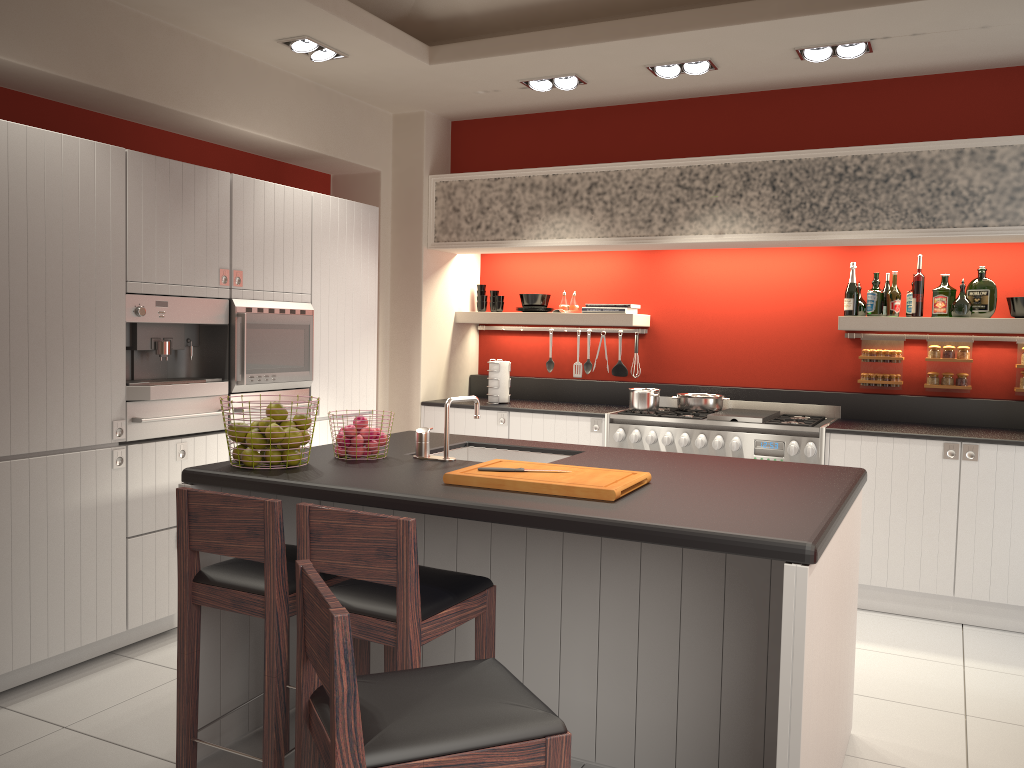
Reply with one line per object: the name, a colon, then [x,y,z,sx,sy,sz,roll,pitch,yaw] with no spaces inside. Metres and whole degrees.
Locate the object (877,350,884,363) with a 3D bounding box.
object: [2.278,-0.173,5.478,0.034,0.078,0.034,-2,4,-43]

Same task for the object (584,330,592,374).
object: [0.554,-0.231,6.414,0.067,0.323,0.022,3,3,25]

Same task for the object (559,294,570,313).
object: [0.371,-0.571,6.293,0.076,0.131,0.076,0,3,-21]

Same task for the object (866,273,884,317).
object: [2.178,-0.535,5.314,0.094,0.264,0.094,2,3,15]

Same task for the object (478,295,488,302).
object: [-0.214,-0.611,6.507,0.070,0.076,0.070,1,3,-2]

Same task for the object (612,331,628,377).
object: [0.776,-0.215,6.327,0.123,0.330,0.040,3,3,26]

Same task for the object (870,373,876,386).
object: [2.239,-0.026,5.504,0.034,0.078,0.034,-2,4,-43]

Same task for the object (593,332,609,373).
object: [0.643,-0.230,6.373,0.124,0.296,0.009,3,3,26]

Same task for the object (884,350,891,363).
object: [2.313,-0.171,5.461,0.034,0.078,0.034,-2,4,-43]

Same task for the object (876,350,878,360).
object: [2.279,-0.175,5.521,0.034,0.078,0.034,-2,4,-43]

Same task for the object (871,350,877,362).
object: [2.243,-0.174,5.496,0.034,0.078,0.034,-2,4,-43]

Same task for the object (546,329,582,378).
object: [0.383,-0.226,6.497,0.287,0.351,0.022,3,4,27]

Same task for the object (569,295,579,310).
object: [0.443,-0.573,6.345,0.077,0.134,0.076,2,3,10]

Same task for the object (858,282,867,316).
object: [2.168,-0.531,5.550,0.113,0.226,0.113,0,3,-22]

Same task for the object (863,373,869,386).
object: [2.204,-0.028,5.521,0.034,0.078,0.034,-2,4,-43]

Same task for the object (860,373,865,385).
object: [2.206,-0.031,5.564,0.034,0.078,0.034,-2,4,-43]

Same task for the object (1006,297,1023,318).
object: [2.969,-0.433,5.077,0.251,0.121,0.251,2,3,8]

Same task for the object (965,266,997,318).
object: [2.738,-0.533,5.177,0.057,0.303,0.186,-1,4,-34]

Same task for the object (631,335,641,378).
object: [0.876,-0.203,6.258,0.069,0.328,0.069,1,3,4]

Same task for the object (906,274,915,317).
object: [2.439,-0.531,5.365,0.094,0.262,0.094,1,3,-7]

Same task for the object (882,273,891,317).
object: [2.311,-0.548,5.465,0.083,0.277,0.084,3,4,30]

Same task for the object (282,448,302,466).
object: [-0.758,0.249,3.054,0.068,0.068,0.068,4,4,37]

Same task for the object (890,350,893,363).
object: [2.350,-0.171,5.486,0.034,0.078,0.034,-2,4,-43]

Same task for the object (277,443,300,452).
object: [-0.791,0.236,3.133,0.084,0.079,0.086,0,3,-19]

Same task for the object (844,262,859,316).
object: [2.068,-0.575,5.391,0.083,0.331,0.083,1,3,-2]

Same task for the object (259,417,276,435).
object: [-0.843,0.145,3.059,0.057,0.061,0.062,4,4,41]

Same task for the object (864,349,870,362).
object: [2.208,-0.176,5.513,0.034,0.078,0.034,-2,4,-43]

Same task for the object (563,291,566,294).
object: [0.372,-0.647,6.290,0.023,0.031,0.024,0,4,-22]

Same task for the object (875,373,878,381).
object: [2.276,-0.027,5.529,0.034,0.078,0.034,-2,4,-43]

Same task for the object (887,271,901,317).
object: [2.312,-0.544,5.366,0.080,0.278,0.080,3,4,30]

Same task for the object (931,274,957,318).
object: [2.561,-0.521,5.255,0.071,0.260,0.112,-1,4,-35]

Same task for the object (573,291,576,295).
object: [0.447,-0.647,6.341,0.026,0.032,0.023,2,3,9]

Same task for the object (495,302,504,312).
object: [-0.092,-0.564,6.504,0.070,0.076,0.070,1,3,-2]

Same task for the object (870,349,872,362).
object: [2.244,-0.177,5.538,0.034,0.078,0.034,-2,4,-43]

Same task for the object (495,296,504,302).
object: [-0.092,-0.608,6.502,0.070,0.076,0.070,1,3,-2]

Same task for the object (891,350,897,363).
object: [2.348,-0.169,5.444,0.034,0.078,0.034,-2,4,-43]

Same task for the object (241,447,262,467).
object: [-0.885,0.248,3.009,0.068,0.068,0.068,4,4,37]

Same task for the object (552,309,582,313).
object: [0.405,-0.516,6.322,0.183,0.027,0.160,-1,4,-35]

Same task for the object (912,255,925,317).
object: [2.417,-0.578,5.269,0.062,0.366,0.210,3,4,26]

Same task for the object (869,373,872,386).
object: [2.241,-0.029,5.546,0.034,0.078,0.034,-2,4,-43]

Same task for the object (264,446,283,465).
object: [-0.820,0.247,3.060,0.068,0.068,0.068,4,4,37]

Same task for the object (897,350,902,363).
object: [2.385,-0.170,5.468,0.034,0.078,0.034,-2,4,-43]

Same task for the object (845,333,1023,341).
object: [2.733,-0.278,5.360,1.355,0.034,0.048,3,4,26]

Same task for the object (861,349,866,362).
object: [2.209,-0.179,5.555,0.034,0.078,0.034,-2,4,-43]

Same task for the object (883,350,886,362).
object: [2.315,-0.173,5.503,0.034,0.078,0.034,-2,4,-43]

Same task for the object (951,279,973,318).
object: [2.590,-0.495,5.101,0.113,0.226,0.113,4,4,38]

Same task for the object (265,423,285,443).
object: [-0.804,0.166,3.013,0.067,0.068,0.067,1,3,-11]
